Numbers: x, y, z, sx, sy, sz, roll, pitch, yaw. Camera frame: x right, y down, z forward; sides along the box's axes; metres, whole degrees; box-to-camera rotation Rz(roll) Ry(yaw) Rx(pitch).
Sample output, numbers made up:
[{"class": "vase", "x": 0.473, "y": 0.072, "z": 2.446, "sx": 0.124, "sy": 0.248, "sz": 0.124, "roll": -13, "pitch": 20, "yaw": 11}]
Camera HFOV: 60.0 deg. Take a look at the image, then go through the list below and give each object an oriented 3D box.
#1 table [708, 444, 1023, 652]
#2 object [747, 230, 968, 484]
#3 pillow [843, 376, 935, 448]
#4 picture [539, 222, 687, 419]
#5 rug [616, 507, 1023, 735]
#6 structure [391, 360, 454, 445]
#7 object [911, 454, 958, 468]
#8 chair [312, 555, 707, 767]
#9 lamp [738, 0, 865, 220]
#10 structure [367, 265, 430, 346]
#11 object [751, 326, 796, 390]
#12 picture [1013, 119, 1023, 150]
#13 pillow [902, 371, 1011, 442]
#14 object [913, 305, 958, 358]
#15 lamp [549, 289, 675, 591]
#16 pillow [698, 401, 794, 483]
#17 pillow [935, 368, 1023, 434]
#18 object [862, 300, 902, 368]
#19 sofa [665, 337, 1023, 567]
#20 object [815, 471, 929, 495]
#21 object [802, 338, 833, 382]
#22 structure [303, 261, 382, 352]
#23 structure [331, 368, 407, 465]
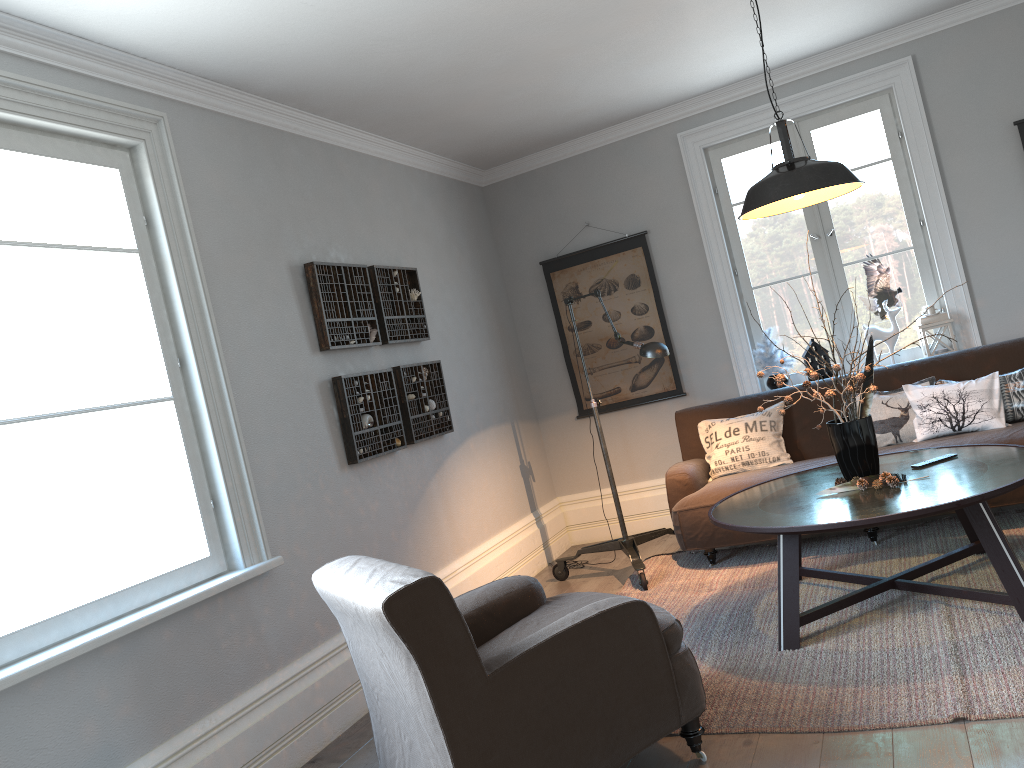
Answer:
[{"class": "table", "x": 1.502, "y": 0.645, "z": 3.601, "sx": 1.299, "sy": 0.503, "sz": 1.300, "roll": -14, "pitch": 0, "yaw": 16}, {"class": "object", "x": 1.390, "y": -0.131, "z": 3.507, "sx": 0.853, "sy": 1.066, "sz": 0.525, "roll": -13, "pitch": 0, "yaw": -6}, {"class": "pillow", "x": 2.047, "y": 0.179, "z": 4.744, "sx": 0.472, "sy": 0.348, "sz": 0.159, "roll": -14, "pitch": 0, "yaw": 20}, {"class": "picture", "x": 0.662, "y": -0.475, "z": 6.087, "sx": 0.792, "sy": 1.313, "sz": 0.057, "roll": -14, "pitch": 0, "yaw": 23}, {"class": "rug", "x": 1.587, "y": 0.825, "z": 3.622, "sx": 2.817, "sy": 0.090, "sz": 2.401, "roll": -14, "pitch": 0, "yaw": 23}, {"class": "structure", "x": -0.477, "y": 0.091, "z": 4.825, "sx": 0.086, "sy": 0.416, "sz": 0.468, "roll": -14, "pitch": 0, "yaw": 23}, {"class": "object", "x": 1.765, "y": 0.320, "z": 3.706, "sx": 0.207, "sy": 0.011, "sz": 0.051, "roll": -13, "pitch": 0, "yaw": -17}, {"class": "chair", "x": 0.012, "y": 0.839, "z": 2.749, "sx": 0.970, "sy": 0.795, "sz": 0.806, "roll": -13, "pitch": 0, "yaw": -26}, {"class": "lamp", "x": 1.048, "y": -1.263, "z": 3.614, "sx": 0.504, "sy": 1.076, "sz": 0.503, "roll": -13, "pitch": 0, "yaw": -20}, {"class": "structure", "x": -0.601, "y": -0.431, "z": 4.807, "sx": 0.105, "sy": 0.416, "sz": 0.468, "roll": -14, "pitch": 0, "yaw": 23}, {"class": "object", "x": 1.646, "y": -0.156, "z": 5.654, "sx": 0.248, "sy": 0.424, "sz": 0.262, "roll": -13, "pitch": 0, "yaw": -32}, {"class": "picture", "x": 3.339, "y": -1.119, "z": 4.932, "sx": 0.792, "sy": 1.313, "sz": 0.057, "roll": -14, "pitch": 0, "yaw": 23}, {"class": "pillow", "x": 2.278, "y": 0.113, "z": 4.561, "sx": 0.470, "sy": 0.309, "sz": 0.188, "roll": -14, "pitch": 0, "yaw": 23}, {"class": "object", "x": 2.513, "y": -0.312, "z": 5.269, "sx": 0.193, "sy": 0.322, "sz": 0.193, "roll": -14, "pitch": 0, "yaw": 17}, {"class": "lamp", "x": 0.516, "y": 0.294, "z": 5.345, "sx": 0.797, "sy": 1.644, "sz": 1.862, "roll": -13, "pitch": 0, "yaw": -30}, {"class": "pillow", "x": 1.336, "y": 0.337, "z": 5.093, "sx": 0.519, "sy": 0.369, "sz": 0.240, "roll": -14, "pitch": 0, "yaw": 23}, {"class": "pillow", "x": 2.504, "y": 0.072, "z": 4.587, "sx": 0.541, "sy": 0.288, "sz": 0.183, "roll": -14, "pitch": 0, "yaw": 24}, {"class": "object", "x": 2.242, "y": -0.292, "z": 5.319, "sx": 0.239, "sy": 0.410, "sz": 0.128, "roll": -14, "pitch": 0, "yaw": 19}, {"class": "sofa", "x": 1.932, "y": 0.366, "z": 4.734, "sx": 2.164, "sy": 0.825, "sz": 0.969, "roll": -14, "pitch": 0, "yaw": 23}, {"class": "object", "x": 1.417, "y": 0.381, "z": 3.513, "sx": 0.403, "sy": 0.067, "sz": 0.153, "roll": -14, "pitch": 0, "yaw": 40}, {"class": "object", "x": 1.909, "y": -0.146, "z": 5.555, "sx": 0.155, "sy": 0.284, "sz": 0.155, "roll": -14, "pitch": 0, "yaw": 13}, {"class": "structure", "x": -0.825, "y": -0.376, "z": 4.321, "sx": 0.099, "sy": 0.416, "sz": 0.468, "roll": -14, "pitch": 0, "yaw": 23}, {"class": "structure", "x": -0.683, "y": 0.147, "z": 4.318, "sx": 0.086, "sy": 0.416, "sz": 0.468, "roll": -14, "pitch": 0, "yaw": 23}]
